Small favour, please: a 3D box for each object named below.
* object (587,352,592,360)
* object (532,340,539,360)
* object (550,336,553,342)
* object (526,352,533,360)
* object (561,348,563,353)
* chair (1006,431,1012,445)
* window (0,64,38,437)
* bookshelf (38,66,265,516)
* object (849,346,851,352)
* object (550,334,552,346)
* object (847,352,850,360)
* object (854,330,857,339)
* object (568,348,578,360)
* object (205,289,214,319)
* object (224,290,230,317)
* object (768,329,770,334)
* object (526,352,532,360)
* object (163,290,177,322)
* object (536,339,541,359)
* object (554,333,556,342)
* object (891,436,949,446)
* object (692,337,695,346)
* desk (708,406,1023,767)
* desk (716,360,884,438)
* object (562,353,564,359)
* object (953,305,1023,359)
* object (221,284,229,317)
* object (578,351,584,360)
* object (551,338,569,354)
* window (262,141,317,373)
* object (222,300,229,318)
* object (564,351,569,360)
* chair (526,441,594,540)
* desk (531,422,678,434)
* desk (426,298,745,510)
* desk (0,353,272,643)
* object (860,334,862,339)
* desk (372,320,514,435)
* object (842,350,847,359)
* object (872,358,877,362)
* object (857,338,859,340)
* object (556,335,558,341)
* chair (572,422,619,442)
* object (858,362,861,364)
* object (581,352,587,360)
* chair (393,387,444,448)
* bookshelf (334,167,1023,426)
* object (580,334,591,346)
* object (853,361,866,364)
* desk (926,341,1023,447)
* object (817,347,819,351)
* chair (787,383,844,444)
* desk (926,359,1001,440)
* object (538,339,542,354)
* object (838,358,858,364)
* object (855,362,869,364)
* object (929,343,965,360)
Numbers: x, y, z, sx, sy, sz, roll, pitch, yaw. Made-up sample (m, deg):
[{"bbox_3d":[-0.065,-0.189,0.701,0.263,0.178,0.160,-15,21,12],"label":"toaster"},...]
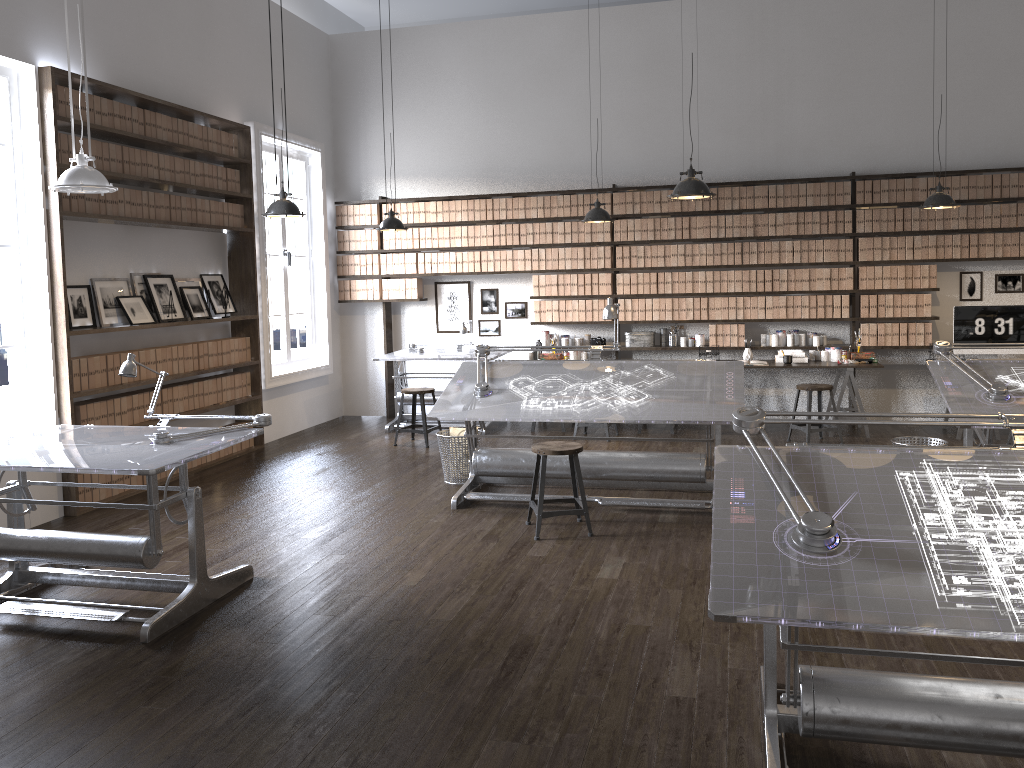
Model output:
[{"bbox_3d":[0.807,-0.283,9.150,0.062,0.093,0.063,-4,5,-26],"label":"object"},{"bbox_3d":[0.245,-0.335,9.149,0.069,0.229,0.068,-1,4,11],"label":"object"},{"bbox_3d":[0.429,-0.409,9.180,0.071,0.186,0.008,0,4,15],"label":"object"},{"bbox_3d":[0.186,-0.281,9.234,0.070,0.103,0.069,-1,5,10],"label":"object"},{"bbox_3d":[0.531,-0.306,9.175,0.040,0.130,0.005,0,4,16],"label":"object"},{"bbox_3d":[4.459,0.280,7.470,0.358,0.526,0.373,-3,5,-17],"label":"chair"},{"bbox_3d":[-3.417,-0.785,5.236,0.153,2.488,1.488,-1,5,14],"label":"window"},{"bbox_3d":[-2.873,-0.383,7.169,0.412,3.710,2.483,0,5,14],"label":"bookshelf"},{"bbox_3d":[3.236,-0.294,8.496,0.033,0.147,0.005,-1,4,13],"label":"object"},{"bbox_3d":[0.399,-0.465,9.480,0.050,0.139,0.051,-1,4,12],"label":"object"},{"bbox_3d":[3.213,-0.262,8.508,0.060,0.088,0.060,0,5,19],"label":"object"},{"bbox_3d":[3.293,-0.408,8.452,0.055,0.213,0.007,0,4,21],"label":"object"},{"bbox_3d":[0.632,-0.296,9.134,0.105,0.141,0.104,-1,5,7],"label":"object"},{"bbox_3d":[-2.610,-0.686,7.641,0.040,0.259,0.124,0,4,14],"label":"object"},{"bbox_3d":[-2.567,-0.726,7.961,0.040,0.261,0.111,0,4,14],"label":"object"},{"bbox_3d":[2.611,-0.471,8.943,0.041,0.168,0.009,0,4,18],"label":"object"},{"bbox_3d":[0.176,-0.273,9.157,0.068,0.104,0.068,0,5,19],"label":"object"},{"bbox_3d":[-2.739,-0.618,7.079,0.040,0.259,0.175,0,5,14],"label":"object"},{"bbox_3d":[0.263,-0.348,9.218,0.069,0.236,0.068,-1,4,11],"label":"object"},{"bbox_3d":[0.441,-0.419,9.165,0.007,0.213,0.055,-5,5,-40],"label":"object"},{"bbox_3d":[2.737,0.569,5.953,0.353,0.376,0.354,2,6,36],"label":"object"},{"bbox_3d":[1.871,-0.435,9.106,0.045,0.101,0.044,0,4,17],"label":"object"},{"bbox_3d":[1.652,0.484,2.618,2.068,1.382,1.081,0,5,14],"label":"desk"},{"bbox_3d":[2.636,0.129,8.529,1.668,0.667,0.658,0,5,14],"label":"desk"},{"bbox_3d":[0.550,-0.273,9.183,0.060,0.088,0.060,-1,5,10],"label":"object"},{"bbox_3d":[4.416,-0.466,8.168,0.643,0.516,0.205,0,4,14],"label":"object"},{"bbox_3d":[-2.558,-0.738,7.886,0.040,0.303,0.119,0,4,14],"label":"object"},{"bbox_3d":[0.705,-0.302,9.226,0.095,0.127,0.094,0,5,18],"label":"object"},{"bbox_3d":[0.519,-0.400,9.290,0.077,0.145,0.346,2,7,37],"label":"object"},{"bbox_3d":[-2.332,-1.267,9.040,0.153,2.301,1.250,-1,5,14],"label":"window"},{"bbox_3d":[-2.536,-0.662,7.823,0.040,0.165,0.066,0,4,14],"label":"object"},{"bbox_3d":[0.559,-0.277,9.113,0.049,0.111,0.049,-1,4,11],"label":"object"},{"bbox_3d":[0.279,0.634,5.358,0.358,0.526,0.373,-2,5,-7],"label":"chair"},{"bbox_3d":[0.926,0.121,8.962,1.668,0.667,0.658,0,5,14],"label":"desk"},{"bbox_3d":[0.452,0.094,6.201,2.279,1.382,1.081,0,5,14],"label":"desk"},{"bbox_3d":[-1.967,0.462,4.431,1.268,1.185,1.176,0,5,14],"label":"desk"},{"bbox_3d":[3.311,-0.396,8.445,0.008,0.185,0.071,-4,5,-33],"label":"object"},{"bbox_3d":[-0.672,-0.099,9.319,1.268,1.094,1.076,0,5,14],"label":"desk"},{"bbox_3d":[3.172,-0.266,8.452,0.049,0.111,0.049,0,4,18],"label":"object"},{"bbox_3d":[3.410,-0.223,8.327,0.049,0.037,0.049,0,6,18],"label":"object"},{"bbox_3d":[3.301,-0.382,8.444,0.038,0.153,0.008,-3,4,-26],"label":"object"},{"bbox_3d":[0.449,-0.415,9.179,0.055,0.192,0.006,-1,4,13],"label":"object"},{"bbox_3d":[0.800,0.259,8.440,0.372,0.526,0.360,1,5,23],"label":"chair"},{"bbox_3d":[3.252,-0.200,8.266,0.006,0.006,0.157,2,8,34],"label":"object"},{"bbox_3d":[0.743,-0.278,9.121,0.062,0.094,0.062,-5,6,-35],"label":"object"},{"bbox_3d":[-0.881,0.311,8.361,0.372,0.526,0.360,1,5,23],"label":"chair"},{"bbox_3d":[2.560,-0.477,8.989,9.175,3.197,0.375,0,4,14],"label":"bookshelf"},{"bbox_3d":[0.805,-0.440,9.363,0.107,0.161,0.237,-3,6,-20],"label":"object"},{"bbox_3d":[3.258,-0.204,8.270,0.171,0.017,0.011,-4,5,-17],"label":"object"},{"bbox_3d":[3.702,0.108,5.379,2.068,1.382,1.081,0,5,14],"label":"desk"},{"bbox_3d":[3.007,-0.302,8.664,0.036,0.117,0.005,0,4,20],"label":"object"},{"bbox_3d":[2.696,0.276,7.889,0.372,0.526,0.359,-2,5,-12],"label":"chair"},{"bbox_3d":[4.712,0.138,8.004,1.668,0.667,0.658,0,5,14],"label":"desk"},{"bbox_3d":[0.283,-0.354,9.300,0.069,0.229,0.068,-1,4,11],"label":"object"},{"bbox_3d":[3.154,-0.217,8.305,0.197,0.050,0.132,-3,7,-15],"label":"object"},{"bbox_3d":[3.271,-0.197,8.272,0.158,0.005,0.005,-4,6,-20],"label":"object"},{"bbox_3d":[4.088,-0.299,8.326,0.284,0.160,0.204,-1,6,6],"label":"object"}]
